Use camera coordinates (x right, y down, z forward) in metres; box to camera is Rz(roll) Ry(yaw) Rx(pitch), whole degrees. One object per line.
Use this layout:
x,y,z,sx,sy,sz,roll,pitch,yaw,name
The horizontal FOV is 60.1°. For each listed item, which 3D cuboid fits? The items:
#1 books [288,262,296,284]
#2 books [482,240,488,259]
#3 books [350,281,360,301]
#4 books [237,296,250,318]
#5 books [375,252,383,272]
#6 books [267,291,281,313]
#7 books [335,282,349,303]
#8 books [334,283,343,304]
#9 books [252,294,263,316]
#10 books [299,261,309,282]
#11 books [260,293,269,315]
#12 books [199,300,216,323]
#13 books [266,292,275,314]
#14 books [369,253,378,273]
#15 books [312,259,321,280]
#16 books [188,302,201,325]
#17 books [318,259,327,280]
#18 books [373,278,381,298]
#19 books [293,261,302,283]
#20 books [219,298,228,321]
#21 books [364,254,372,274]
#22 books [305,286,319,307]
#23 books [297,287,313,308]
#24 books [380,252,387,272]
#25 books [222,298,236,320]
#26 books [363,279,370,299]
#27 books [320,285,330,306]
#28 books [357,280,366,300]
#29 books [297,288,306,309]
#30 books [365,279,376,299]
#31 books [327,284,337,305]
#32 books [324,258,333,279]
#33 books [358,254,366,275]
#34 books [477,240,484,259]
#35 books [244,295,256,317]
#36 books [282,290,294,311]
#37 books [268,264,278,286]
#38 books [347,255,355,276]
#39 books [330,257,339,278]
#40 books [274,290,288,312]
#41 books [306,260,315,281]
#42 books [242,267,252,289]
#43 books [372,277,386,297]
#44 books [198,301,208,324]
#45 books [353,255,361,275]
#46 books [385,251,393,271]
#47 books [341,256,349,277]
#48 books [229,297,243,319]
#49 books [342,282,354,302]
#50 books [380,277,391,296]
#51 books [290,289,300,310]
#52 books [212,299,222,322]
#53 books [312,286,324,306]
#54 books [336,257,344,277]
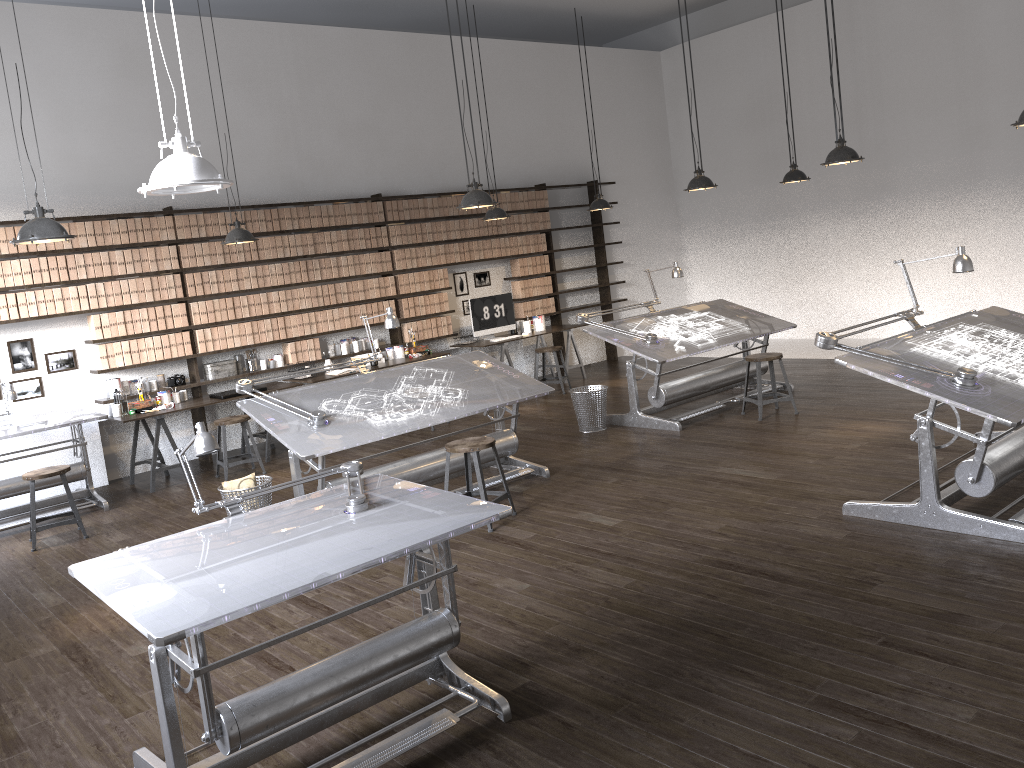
-2.310,-1.140,9.147,0.067,0.224,0.174,-12,8,-39,books
-0.380,-1.631,10.779,0.067,0.224,0.174,-12,8,-39,books
-1.739,-1.003,9.629,0.067,0.224,0.174,-12,8,-39,books
-2.693,-0.762,8.819,0.067,0.224,0.174,-12,8,-39,books
-1.518,-1.338,9.810,0.067,0.224,0.174,-12,8,-39,books
-2.438,-0.827,9.036,0.067,0.224,0.174,-12,8,-39,books
-1.844,-0.976,9.536,0.067,0.224,0.174,-12,8,-39,books
-1.900,-0.962,9.494,0.067,0.224,0.174,-12,8,-39,books
-2.588,-0.790,8.913,0.067,0.224,0.174,-12,8,-39,books
-2.202,-1.166,9.234,0.067,0.224,0.174,-12,8,-39,books
-2.534,-0.802,8.951,0.067,0.224,0.174,-12,8,-39,books
-2.955,-0.696,8.595,0.067,0.224,0.174,-12,8,-39,books
-2.486,-0.815,8.997,0.067,0.224,0.174,-12,8,-39,books
-1.568,-1.325,9.768,0.067,0.224,0.174,-12,8,-39,books
-2.093,-1.194,9.327,0.067,0.224,0.174,-12,8,-39,books
-3.066,-0.669,8.506,0.067,0.224,0.174,-12,8,-39,books
-2.042,-1.208,9.376,0.067,0.224,0.174,-12,8,-39,books
-1.537,-1.053,9.794,0.067,0.224,0.174,-12,8,-39,books
-2.262,-1.152,9.191,0.067,0.224,0.174,-12,8,-39,books
-2.862,-0.721,8.682,0.067,0.224,0.174,-12,8,-39,books
-1.625,-1.312,9.724,0.067,0.224,0.174,-12,8,-39,books
-2.113,-0.907,9.305,0.067,0.224,0.174,-12,8,-39,books
-2.168,-0.894,9.259,0.067,0.224,0.174,-12,8,-39,books
-1.473,-1.350,9.853,0.067,0.224,0.174,-12,8,-39,books
-2.803,-0.735,8.725,0.067,0.224,0.174,-12,8,-39,books
-1.637,-1.028,9.714,0.067,0.224,0.174,-12,8,-39,books
-2.013,-0.934,9.399,0.067,0.224,0.174,-12,8,-39,books
-1.684,-1.015,9.668,0.067,0.224,0.174,-12,8,-39,books
-2.225,-0.880,9.216,0.067,0.224,0.174,-12,8,-39,books
-1.589,-1.040,9.753,0.067,0.224,0.174,-12,8,-39,books
-1.953,-0.948,9.442,0.067,0.224,0.174,-12,8,-39,books
-1.988,-1.221,9.421,0.067,0.224,0.174,-12,8,-39,books
-1.680,-1.299,9.683,0.067,0.224,0.174,-12,8,-39,books
-0.430,-1.618,10.732,0.067,0.224,0.174,-12,8,-39,books
-2.642,-0.776,8.867,0.067,0.224,0.174,-12,8,-39,books
-2.331,-0.854,9.128,0.067,0.224,0.174,-12,8,-39,books
-2.466,-1.101,9.014,0.067,0.224,0.174,-12,8,-39,books
-1.782,-1.272,9.589,0.067,0.224,0.174,-12,8,-39,books
-1.934,-1.234,9.459,0.067,0.224,0.174,-12,8,-39,books
-2.382,-0.840,9.081,0.067,0.224,0.174,-12,8,-39,books
-2.149,-1.181,9.286,0.067,0.224,0.174,-12,8,-39,books
-2.679,-1.047,8.834,0.067,0.224,0.174,-12,8,-39,books
-1.487,-1.066,9.841,0.067,0.224,0.174,-12,8,-39,books
-3.010,-0.683,8.549,0.067,0.224,0.174,-12,8,-39,books
-1.731,-1.285,9.637,0.067,0.224,0.174,-12,8,-39,books
-1.421,-1.363,9.899,0.067,0.224,0.174,-12,8,-39,books
-1.838,-1.258,9.544,0.067,0.224,0.174,-12,8,-39,books
-2.750,-0.749,8.777,0.067,0.224,0.174,-12,8,-39,books
-1.793,-0.989,9.584,0.067,0.224,0.174,-12,8,-39,books
-1.435,-1.079,9.887,0.067,0.224,0.174,-12,8,-39,books
-2.280,-0.867,9.174,0.067,0.224,0.174,-12,8,-39,books
-2.910,-0.708,8.639,0.067,0.224,0.174,-12,8,-39,books
-2.068,-0.920,9.349,0.067,0.224,0.174,-12,8,-39,books
-1.886,-1.246,9.505,0.067,0.224,0.174,-12,8,-39,books
